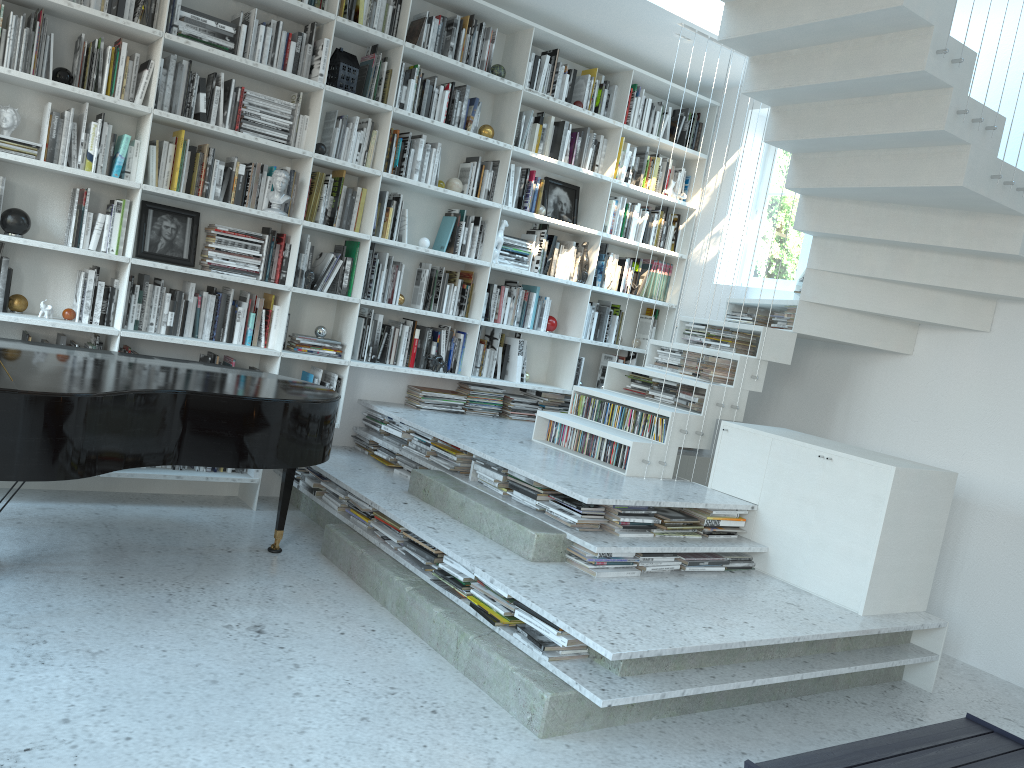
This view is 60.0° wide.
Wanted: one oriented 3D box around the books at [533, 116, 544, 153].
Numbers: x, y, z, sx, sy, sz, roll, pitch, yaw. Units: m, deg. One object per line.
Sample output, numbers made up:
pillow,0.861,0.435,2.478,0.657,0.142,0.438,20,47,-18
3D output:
books,0.127,-1.616,5.815,0.026,0.261,0.167,7,6,-36

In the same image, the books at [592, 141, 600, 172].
books,0.527,-1.551,6.120,0.022,0.234,0.158,7,6,-36

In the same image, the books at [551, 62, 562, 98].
books,0.247,-1.969,5.820,0.014,0.262,0.168,7,6,-36

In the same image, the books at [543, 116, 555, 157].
books,0.201,-1.620,5.867,0.026,0.288,0.156,7,6,-36

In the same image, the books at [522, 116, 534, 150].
books,0.074,-1.620,5.800,0.026,0.251,0.130,7,6,-36

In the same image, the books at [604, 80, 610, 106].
books,0.594,-1.934,6.092,0.025,0.279,0.136,7,6,-36

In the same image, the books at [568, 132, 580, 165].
books,0.369,-1.572,5.980,0.014,0.240,0.189,7,6,-36

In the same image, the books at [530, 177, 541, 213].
books,0.113,-1.246,5.896,0.021,0.253,0.166,7,6,-36

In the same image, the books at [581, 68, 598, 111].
books,0.497,-1.966,5.998,0.007,0.321,0.165,7,6,-36

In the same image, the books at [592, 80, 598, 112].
books,0.511,-1.928,6.015,0.031,0.249,0.164,7,6,-36

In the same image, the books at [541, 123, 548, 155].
books,0.165,-1.600,5.872,0.024,0.236,0.146,7,6,-36

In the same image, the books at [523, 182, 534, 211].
books,0.065,-1.228,5.848,0.013,0.207,0.189,7,6,-36

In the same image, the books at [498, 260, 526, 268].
books,-0.053,-0.801,5.883,0.254,0.012,0.160,7,6,-40

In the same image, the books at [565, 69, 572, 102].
books,0.325,-1.957,5.900,0.012,0.254,0.160,7,6,-36

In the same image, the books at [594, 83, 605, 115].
books,0.547,-1.916,6.034,0.018,0.235,0.186,7,6,-36

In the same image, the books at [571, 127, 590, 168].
books,0.441,-1.591,6.029,0.022,0.295,0.180,7,6,-36

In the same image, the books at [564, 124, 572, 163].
books,0.335,-1.601,5.980,0.048,0.283,0.162,7,6,-36

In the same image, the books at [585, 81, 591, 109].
books,0.452,-1.921,5.970,0.008,0.221,0.182,7,6,-35

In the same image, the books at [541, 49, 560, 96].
books,0.220,-2.008,5.789,0.014,0.332,0.180,7,6,-36

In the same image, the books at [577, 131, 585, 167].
books,0.413,-1.580,6.028,0.023,0.264,0.155,7,6,-36

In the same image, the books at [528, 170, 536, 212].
books,0.077,-1.267,5.862,0.014,0.285,0.175,7,6,-36

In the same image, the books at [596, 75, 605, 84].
books,0.557,-1.949,6.058,0.020,0.299,0.131,7,6,-36

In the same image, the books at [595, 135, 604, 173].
books,0.553,-1.572,6.129,0.026,0.284,0.146,7,6,-36

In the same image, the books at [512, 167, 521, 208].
books,-0.014,-1.280,5.816,0.012,0.285,0.159,7,6,-36

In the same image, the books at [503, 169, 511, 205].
books,-0.075,-1.268,5.761,0.011,0.248,0.155,7,6,-36

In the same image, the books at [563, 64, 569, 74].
books,0.301,-1.973,5.884,0.012,0.279,0.153,7,6,-36

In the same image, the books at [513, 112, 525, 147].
books,0.010,-1.629,5.746,0.012,0.254,0.160,7,6,-36

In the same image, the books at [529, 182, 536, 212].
books,0.087,-1.229,5.882,0.033,0.213,0.152,7,6,-36

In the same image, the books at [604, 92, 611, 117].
books,0.607,-1.899,6.116,0.031,0.211,0.131,7,6,-36

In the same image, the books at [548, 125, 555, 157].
books,0.212,-1.594,5.892,0.025,0.239,0.142,7,6,-36

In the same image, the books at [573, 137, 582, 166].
books,0.392,-1.559,6.008,0.031,0.217,0.165,7,6,-36

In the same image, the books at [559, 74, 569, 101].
books,0.294,-1.933,5.856,0.024,0.202,0.189,7,6,-36

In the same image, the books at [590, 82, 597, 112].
books,0.499,-1.917,6.000,0.007,0.226,0.170,7,6,-35

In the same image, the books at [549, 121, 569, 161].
books,0.266,-1.596,5.865,0.032,0.265,0.245,7,6,-36

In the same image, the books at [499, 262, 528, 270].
books,-0.054,-0.790,5.883,0.285,0.012,0.159,8,5,-32

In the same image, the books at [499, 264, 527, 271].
books,-0.055,-0.777,5.882,0.285,0.012,0.159,7,6,-41

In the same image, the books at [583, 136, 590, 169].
books,0.456,-1.567,6.057,0.011,0.249,0.151,7,6,-36

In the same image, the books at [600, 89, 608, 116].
books,0.576,-1.900,6.065,0.029,0.210,0.169,7,6,-36

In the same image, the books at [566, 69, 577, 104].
books,0.349,-1.954,5.902,0.030,0.258,0.164,7,6,-36

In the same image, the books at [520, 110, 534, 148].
books,0.050,-1.638,5.769,0.052,0.282,0.166,7,6,-36

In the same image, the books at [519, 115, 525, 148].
books,0.020,-1.619,5.752,0.013,0.237,0.141,7,6,-36

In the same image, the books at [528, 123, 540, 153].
books,0.103,-1.592,5.798,0.025,0.208,0.175,7,6,-36

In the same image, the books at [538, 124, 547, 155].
books,0.150,-1.595,5.846,0.030,0.224,0.157,7,6,-36

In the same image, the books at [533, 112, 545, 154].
books,0.140,-1.633,5.831,0.011,0.296,0.162,7,6,-36

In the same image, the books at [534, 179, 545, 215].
books,0.137,-1.237,5.902,0.026,0.244,0.177,7,6,-36

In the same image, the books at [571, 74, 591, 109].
books,0.446,-1.940,5.958,0.019,0.256,0.169,7,6,-36

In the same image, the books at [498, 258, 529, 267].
books,-0.049,-0.813,5.879,0.285,0.012,0.159,8,5,-31

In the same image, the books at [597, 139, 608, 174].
books,0.576,-1.559,6.144,0.031,0.265,0.169,7,6,-36

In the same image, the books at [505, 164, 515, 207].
books,-0.044,-1.285,5.786,0.065,0.289,0.145,7,6,-36

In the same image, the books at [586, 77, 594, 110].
books,0.468,-1.935,5.985,0.016,0.252,0.188,7,6,-36

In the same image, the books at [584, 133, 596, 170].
books,0.482,-1.574,6.063,0.036,0.272,0.176,7,6,-36

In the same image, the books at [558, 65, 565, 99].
books,0.273,-1.963,5.851,0.021,0.254,0.151,7,6,-36

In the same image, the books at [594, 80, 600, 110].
books,0.523,-1.932,6.041,0.017,0.257,0.146,7,6,-36

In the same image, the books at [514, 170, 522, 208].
books,0.002,-1.271,5.841,0.043,0.269,0.130,7,6,-36

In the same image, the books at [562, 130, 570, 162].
books,0.300,-1.576,5.928,0.030,0.230,0.186,7,6,-36

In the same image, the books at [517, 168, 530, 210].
books,0.039,-1.273,5.837,0.012,0.288,0.176,7,6,-36

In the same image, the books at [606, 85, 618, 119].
books,0.647,-1.917,6.112,0.026,0.263,0.162,7,6,-36

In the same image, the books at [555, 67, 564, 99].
books,0.259,-1.955,5.833,0.022,0.236,0.171,7,6,-36

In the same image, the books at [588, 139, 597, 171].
books,0.502,-1.557,6.089,0.030,0.241,0.162,7,6,-36
